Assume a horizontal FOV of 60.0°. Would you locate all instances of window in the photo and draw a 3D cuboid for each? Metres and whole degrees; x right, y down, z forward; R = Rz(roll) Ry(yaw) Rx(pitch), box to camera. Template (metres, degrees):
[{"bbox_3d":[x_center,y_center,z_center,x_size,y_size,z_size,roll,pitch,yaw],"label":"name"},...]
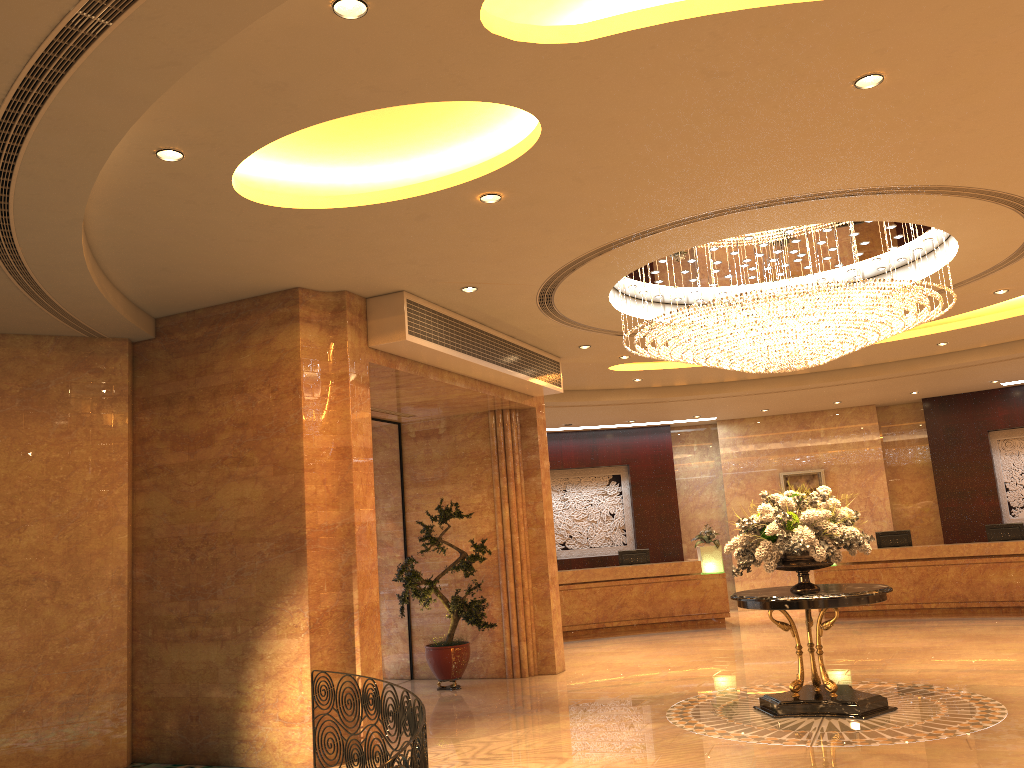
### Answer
[{"bbox_3d":[-2.213,2.083,10.840,0.047,3.571,3.515,-9,-11,23],"label":"window"}]

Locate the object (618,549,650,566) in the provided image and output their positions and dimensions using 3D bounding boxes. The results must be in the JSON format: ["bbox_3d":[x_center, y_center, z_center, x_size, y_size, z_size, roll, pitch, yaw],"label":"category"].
[{"bbox_3d":[2.187,3.435,16.960,0.918,0.500,0.397,-5,-10,6],"label":"object"}]

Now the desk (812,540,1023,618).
[{"bbox_3d":[9.874,2.643,12.195,3.466,1.155,12.951,2,-12,-31],"label":"desk"}]

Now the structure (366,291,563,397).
[{"bbox_3d":[-0.358,-0.356,10.336,0.425,0.483,4.113,-9,-11,23],"label":"structure"}]

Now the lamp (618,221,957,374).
[{"bbox_3d":[2.720,-0.719,9.009,3.204,1.196,3.206,1,-12,-29],"label":"lamp"}]

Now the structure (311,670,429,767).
[{"bbox_3d":[-2.826,2.280,3.409,3.815,0.995,7.624,-13,-13,41],"label":"structure"}]

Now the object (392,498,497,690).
[{"bbox_3d":[-0.839,2.630,11.180,1.250,2.363,0.843,-5,-10,4],"label":"object"}]

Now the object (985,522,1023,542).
[{"bbox_3d":[8.549,2.665,15.330,0.430,0.500,0.531,-1,-10,-16],"label":"object"}]

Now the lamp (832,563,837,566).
[{"bbox_3d":[5.695,2.886,16.346,0.577,0.925,0.542,-9,-11,25],"label":"lamp"}]

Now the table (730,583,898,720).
[{"bbox_3d":[2.904,2.518,8.456,1.493,1.089,1.493,-7,-11,17],"label":"table"}]

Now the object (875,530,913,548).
[{"bbox_3d":[7.002,2.939,16.233,0.430,0.500,0.531,1,-11,-29],"label":"object"}]

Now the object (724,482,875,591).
[{"bbox_3d":[2.824,1.500,8.673,1.318,0.999,1.277,3,-12,-35],"label":"object"}]

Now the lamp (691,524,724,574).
[{"bbox_3d":[3.685,3.092,16.682,0.570,0.923,0.580,-8,-11,20],"label":"lamp"}]

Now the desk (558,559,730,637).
[{"bbox_3d":[1.558,4.029,16.571,5.227,1.155,1.570,-2,-10,-12],"label":"desk"}]

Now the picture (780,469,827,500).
[{"bbox_3d":[6.032,2.241,18.308,0.875,0.890,0.068,-7,-10,15],"label":"picture"}]
